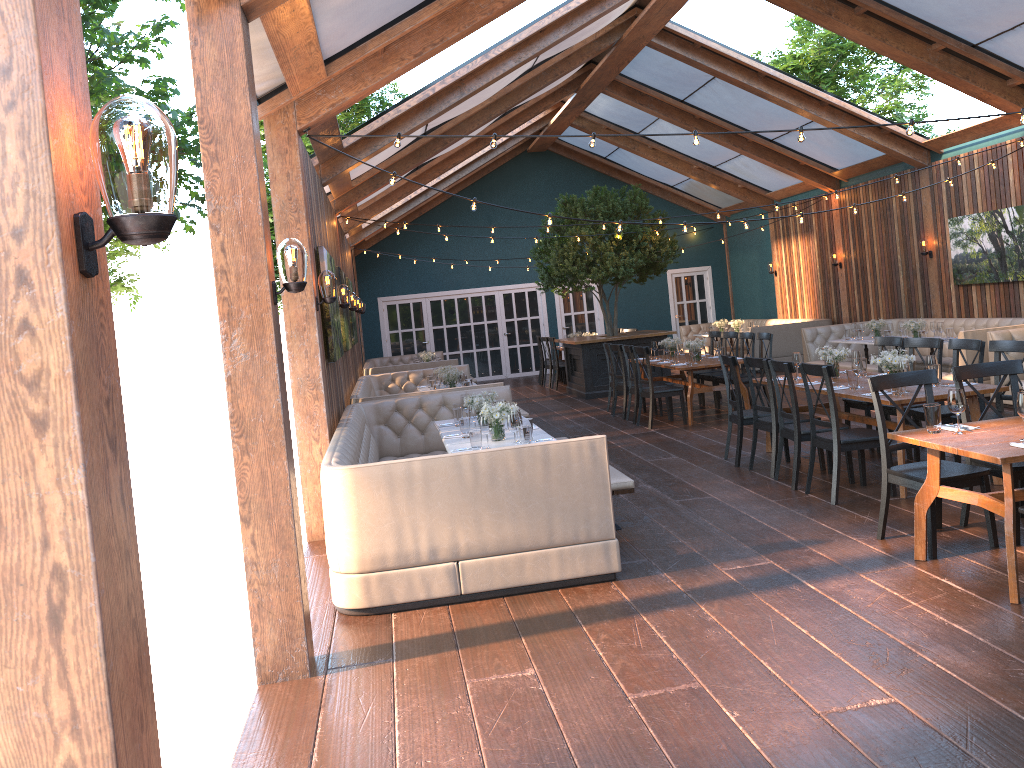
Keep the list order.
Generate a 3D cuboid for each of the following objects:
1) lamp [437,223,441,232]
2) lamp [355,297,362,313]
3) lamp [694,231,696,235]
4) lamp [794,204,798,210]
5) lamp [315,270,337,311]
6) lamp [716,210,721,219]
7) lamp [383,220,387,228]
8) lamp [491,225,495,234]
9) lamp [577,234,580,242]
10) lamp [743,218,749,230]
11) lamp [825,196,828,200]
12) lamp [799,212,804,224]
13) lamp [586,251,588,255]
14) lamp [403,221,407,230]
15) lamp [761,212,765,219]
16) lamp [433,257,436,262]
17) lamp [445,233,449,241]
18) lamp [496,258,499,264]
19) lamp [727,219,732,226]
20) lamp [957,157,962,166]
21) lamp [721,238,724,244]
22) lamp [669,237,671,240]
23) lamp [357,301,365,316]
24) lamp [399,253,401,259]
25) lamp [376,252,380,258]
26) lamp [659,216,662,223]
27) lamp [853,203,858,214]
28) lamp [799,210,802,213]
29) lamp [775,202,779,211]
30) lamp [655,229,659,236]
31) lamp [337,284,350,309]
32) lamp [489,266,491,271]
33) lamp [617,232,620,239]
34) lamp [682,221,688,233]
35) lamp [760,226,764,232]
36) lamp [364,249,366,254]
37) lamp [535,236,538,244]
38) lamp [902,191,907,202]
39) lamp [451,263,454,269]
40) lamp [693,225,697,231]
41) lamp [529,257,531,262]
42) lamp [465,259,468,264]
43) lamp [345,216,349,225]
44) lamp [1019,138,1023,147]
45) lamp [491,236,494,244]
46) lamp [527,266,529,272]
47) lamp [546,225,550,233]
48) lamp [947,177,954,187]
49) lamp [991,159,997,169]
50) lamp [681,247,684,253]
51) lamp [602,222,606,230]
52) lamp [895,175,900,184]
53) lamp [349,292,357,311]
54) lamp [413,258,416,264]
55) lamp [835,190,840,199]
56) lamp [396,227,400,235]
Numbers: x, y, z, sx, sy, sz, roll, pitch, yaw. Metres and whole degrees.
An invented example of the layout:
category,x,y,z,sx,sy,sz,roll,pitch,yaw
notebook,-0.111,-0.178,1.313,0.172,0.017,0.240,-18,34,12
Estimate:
category,x,y,z,sx,sy,sz,roll,pitch,yaw
lamp,-1.018,-2.170,12.296,0.056,0.121,0.056,-5,2,16
lamp,-2.660,-1.331,15.208,0.178,0.320,0.146,-6,2,-8
lamp,4.473,-3.689,21.606,0.056,0.121,0.056,-7,2,-26
lamp,5.158,-3.215,16.080,0.064,0.118,0.056,-6,2,1
lamp,-1.477,-0.748,7.044,0.178,0.320,0.146,-6,2,-8
lamp,2.742,-2.251,11.764,0.056,0.121,0.056,-5,2,7
lamp,-1.778,-2.240,12.383,0.056,0.120,0.056,-7,2,-42
lamp,-0.268,-2.132,12.198,0.056,0.121,0.056,-6,2,4
lamp,1.068,-2.344,14.210,0.056,0.121,0.056,-7,2,-27
lamp,2.398,-1.640,9.059,0.056,0.120,0.056,-6,2,-2
lamp,5.821,-3.462,16.389,0.056,0.120,0.056,-5,2,21
lamp,3.072,-1.762,9.394,0.056,0.120,0.056,-5,2,11
lamp,1.747,-3.018,20.403,0.059,0.119,0.056,-5,2,16
lamp,-1.490,-2.216,12.350,0.056,0.121,0.056,-6,2,-5
lamp,4.481,-3.004,15.794,0.056,0.121,0.056,-7,2,-26
lamp,-1.649,-2.631,18.736,0.056,0.120,0.056,-5,2,7
lamp,-0.975,-2.191,13.187,0.056,0.119,0.062,-5,2,34
lamp,-0.319,-2.698,19.447,0.056,0.121,0.056,-5,2,16
lamp,3.807,-2.823,15.470,0.056,0.117,0.068,-6,2,-11
lamp,5.676,-2.829,11.234,0.056,0.120,0.056,-4,2,35
lamp,4.026,-2.738,16.909,0.056,0.121,0.056,-7,2,-31
lamp,3.795,-3.498,21.308,0.056,0.120,0.056,-5,2,13
lamp,-3.054,-1.525,17.928,0.178,0.320,0.146,-6,2,-8
lamp,-2.324,-2.657,18.380,0.056,0.121,0.056,-6,2,-24
lamp,-2.704,-2.606,17.855,0.076,0.113,0.057,-4,2,37
lamp,1.990,-2.190,11.878,0.056,0.121,0.056,-7,2,-33
lamp,3.760,-1.920,9.696,0.056,0.121,0.056,-6,2,-21
lamp,5.428,-3.220,16.605,0.074,0.115,0.056,-6,2,-2
lamp,3.486,-2.335,11.662,0.068,0.117,0.056,-8,3,-45
lamp,2.441,-2.547,14.849,0.060,0.119,0.056,-6,2,-23
lamp,-1.869,-0.941,9.749,0.178,0.320,0.146,-6,2,-8
lamp,-0.435,-2.304,17.618,0.056,0.115,0.074,-4,3,35
lamp,1.752,-2.439,14.543,0.056,0.121,0.056,-5,2,17
lamp,1.708,-1.550,8.736,0.056,0.121,0.056,-6,2,-9
lamp,4.743,-2.945,16.754,0.056,0.118,0.066,-7,2,-32
lamp,-2.994,-2.699,18.015,0.056,0.120,0.056,-7,2,-38
lamp,0.378,-2.264,13.888,0.056,0.120,0.056,-6,2,-21
lamp,4.437,-2.116,10.001,0.056,0.120,0.056,-5,2,20
lamp,-1.201,-2.367,17.729,0.056,0.119,0.059,-6,2,-4
lamp,3.130,-2.673,15.161,0.060,0.119,0.057,-5,2,16
lamp,0.395,-2.790,19.770,0.066,0.117,0.057,-4,2,36
lamp,-0.976,-2.641,19.095,0.056,0.120,0.056,-6,2,-6
lamp,-2.333,-2.311,12.513,0.056,0.119,0.062,-5,2,27
lamp,6.387,-3.024,11.085,0.056,0.121,0.056,-5,2,14
lamp,-0.303,-2.209,13.545,0.056,0.120,0.056,-7,2,-42
lamp,0.312,-2.291,17.565,0.056,0.119,0.060,-5,2,29
lamp,0.488,-2.126,12.098,0.056,0.121,0.056,-6,2,1
lamp,5.105,-2.352,10.299,0.071,0.116,0.056,-5,2,14
lamp,5.763,-2.627,10.585,0.060,0.119,0.056,-5,2,14
lamp,3.294,-2.582,17.070,0.056,0.121,0.056,-7,2,-32
lamp,1.244,-2.148,11.997,0.056,0.121,0.056,-5,2,33
lamp,4.954,-2.637,11.392,0.063,0.118,0.056,-6,2,-15
lamp,-2.266,-1.137,12.490,0.178,0.320,0.146,-6,2,-8
lamp,-1.960,-2.470,17.796,0.060,0.119,0.056,-6,2,-14
lamp,4.230,-2.462,11.516,0.056,0.121,0.056,-5,2,13
lamp,-1.653,-2.221,12.844,0.056,0.118,0.065,-4,2,40
